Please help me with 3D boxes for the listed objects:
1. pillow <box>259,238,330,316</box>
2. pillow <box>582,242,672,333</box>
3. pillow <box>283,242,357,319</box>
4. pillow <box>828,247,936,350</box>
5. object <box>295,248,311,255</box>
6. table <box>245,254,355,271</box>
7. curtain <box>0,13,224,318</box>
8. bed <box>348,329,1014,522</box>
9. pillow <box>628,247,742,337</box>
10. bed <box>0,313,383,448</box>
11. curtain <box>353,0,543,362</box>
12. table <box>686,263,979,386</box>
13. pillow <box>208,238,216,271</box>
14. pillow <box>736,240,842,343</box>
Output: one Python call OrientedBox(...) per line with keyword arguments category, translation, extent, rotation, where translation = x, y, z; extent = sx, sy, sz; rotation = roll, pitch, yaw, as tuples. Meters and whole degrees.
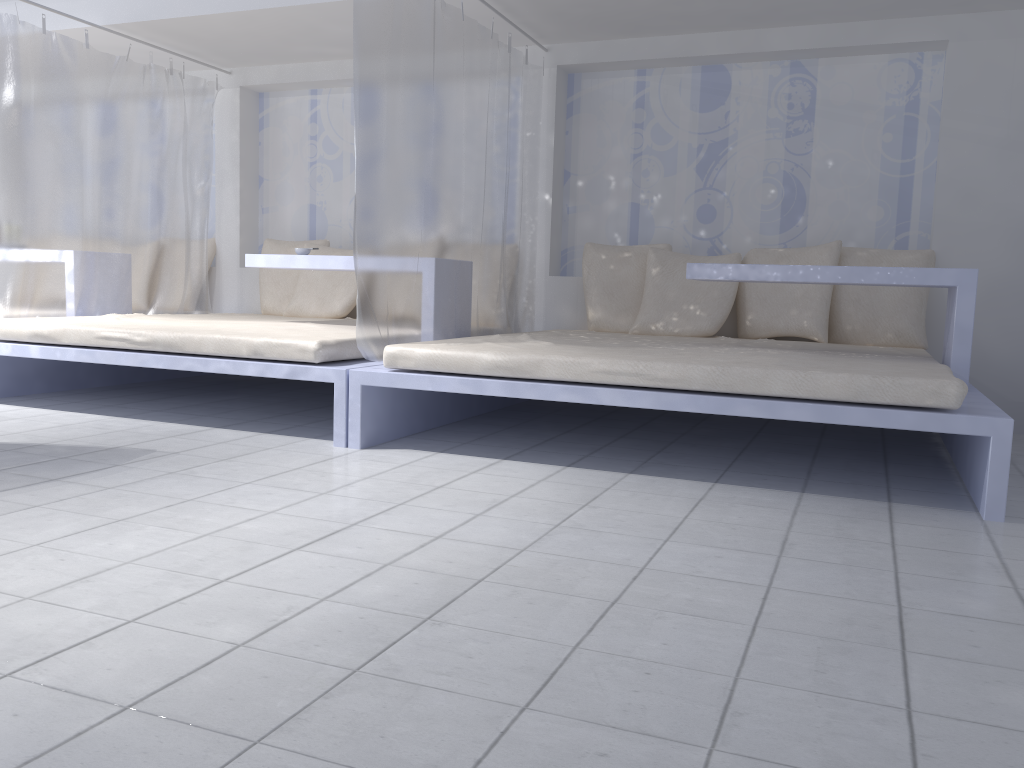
OrientedBox(category="pillow", translation=(-1.409, -0.685, 5.723), extent=(0.572, 0.510, 0.231), rotation=(4, 7, 21))
OrientedBox(category="pillow", translation=(0.642, -0.528, 4.910), extent=(0.572, 0.510, 0.231), rotation=(4, 7, 21))
OrientedBox(category="pillow", translation=(-1.127, -0.640, 5.516), extent=(0.528, 0.482, 0.307), rotation=(5, 7, 26))
OrientedBox(category="pillow", translation=(1.822, -0.424, 4.431), extent=(0.524, 0.521, 0.230), rotation=(4, 7, 20))
OrientedBox(category="object", translation=(-1.088, -0.684, 4.610), extent=(0.082, 0.043, 0.082), rotation=(0, 6, -17))
OrientedBox(category="table", translation=(-0.773, -0.408, 4.457), extent=(1.065, 0.450, 0.416), rotation=(4, 7, 22))
OrientedBox(category="curtain", translation=(-2.287, -1.096, 4.939), extent=(0.151, 1.552, 2.050), rotation=(4, 7, 22))
OrientedBox(category="bed", translation=(0.779, 0.021, 3.860), extent=(2.200, 0.427, 2.016), rotation=(4, 7, 22))
OrientedBox(category="pillow", translation=(0.924, -0.483, 4.702), extent=(0.528, 0.482, 0.307), rotation=(5, 7, 26))
OrientedBox(category="bed", translation=(-1.271, -0.135, 4.673), extent=(2.200, 0.427, 2.016), rotation=(4, 7, 22))
OrientedBox(category="curtain", translation=(-0.215, -0.922, 4.162), extent=(0.125, 1.559, 1.998), rotation=(4, 7, 20))
OrientedBox(category="table", translation=(1.277, -0.252, 3.643), extent=(1.065, 0.450, 0.416), rotation=(4, 7, 22))
OrientedBox(category="pillow", translation=(-2.294, -0.752, 6.074), extent=(0.572, 0.510, 0.231), rotation=(4, 7, 22))
OrientedBox(category="pillow", translation=(1.414, -0.476, 4.564), extent=(0.537, 0.527, 0.233), rotation=(7, 8, 42))
